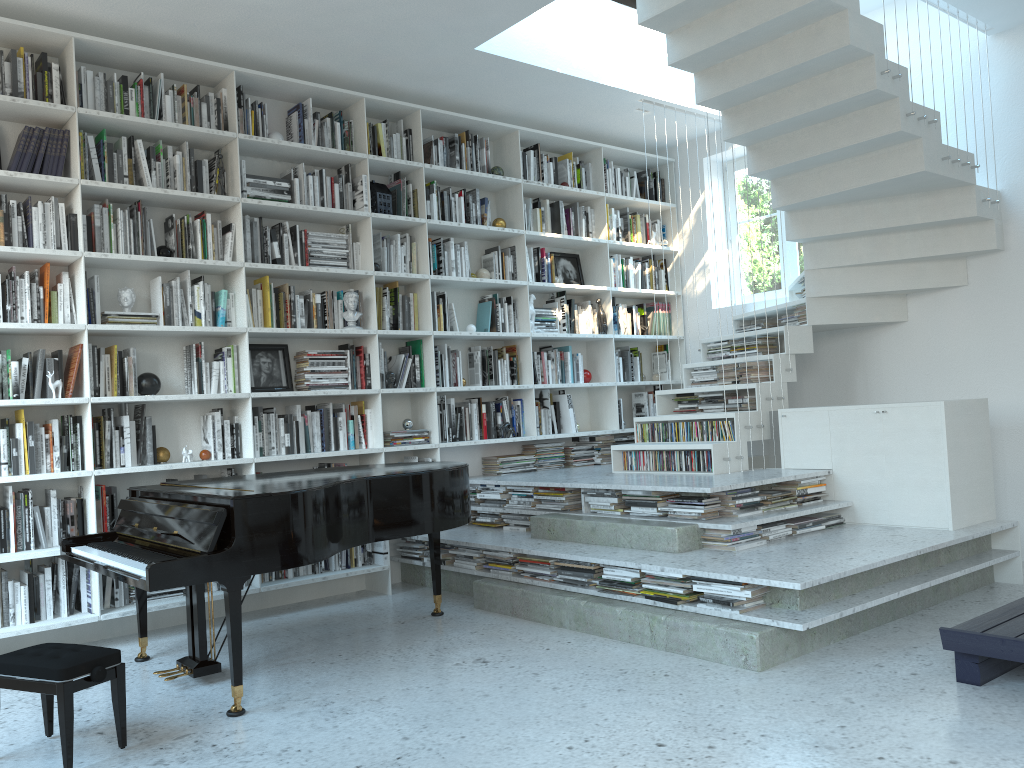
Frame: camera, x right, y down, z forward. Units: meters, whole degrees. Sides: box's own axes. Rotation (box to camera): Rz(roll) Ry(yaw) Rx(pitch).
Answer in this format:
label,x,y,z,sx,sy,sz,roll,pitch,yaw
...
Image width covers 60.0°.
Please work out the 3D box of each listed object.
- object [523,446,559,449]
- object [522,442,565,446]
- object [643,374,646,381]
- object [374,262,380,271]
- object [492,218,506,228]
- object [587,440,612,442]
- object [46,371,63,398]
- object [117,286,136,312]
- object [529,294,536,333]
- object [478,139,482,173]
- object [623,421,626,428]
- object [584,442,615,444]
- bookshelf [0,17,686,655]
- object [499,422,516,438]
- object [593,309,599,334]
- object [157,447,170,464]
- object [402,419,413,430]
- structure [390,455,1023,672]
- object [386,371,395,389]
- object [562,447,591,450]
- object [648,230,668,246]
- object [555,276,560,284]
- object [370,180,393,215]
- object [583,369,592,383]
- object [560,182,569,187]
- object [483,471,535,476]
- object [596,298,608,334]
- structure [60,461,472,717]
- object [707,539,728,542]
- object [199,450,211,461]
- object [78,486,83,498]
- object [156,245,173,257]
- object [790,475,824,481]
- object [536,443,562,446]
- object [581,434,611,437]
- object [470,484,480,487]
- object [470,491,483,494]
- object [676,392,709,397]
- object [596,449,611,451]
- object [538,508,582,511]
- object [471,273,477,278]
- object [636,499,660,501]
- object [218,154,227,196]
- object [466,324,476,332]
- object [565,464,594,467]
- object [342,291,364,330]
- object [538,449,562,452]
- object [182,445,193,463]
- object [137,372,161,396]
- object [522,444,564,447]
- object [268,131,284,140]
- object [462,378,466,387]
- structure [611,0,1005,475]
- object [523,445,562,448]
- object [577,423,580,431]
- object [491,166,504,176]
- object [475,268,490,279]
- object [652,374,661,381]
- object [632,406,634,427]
label,x,y,z,sx,sy,sz,roll,pitch,yaw
object,0.227,0.470,6.608,0.254,0.006,0.161,-2,-3,-39
object,0.233,0.447,6.600,0.285,0.005,0.159,-2,-2,-34
object,1.064,-0.047,7.283,0.071,0.072,0.071,-4,-2,10
object,-0.875,-0.739,5.656,0.071,0.072,0.071,-4,-2,10
object,-0.092,-1.136,6.339,0.100,0.101,0.100,-4,-2,28
object,0.650,0.442,6.899,0.141,0.005,0.259,-2,-3,-35
object,-2.269,0.004,4.398,0.044,0.140,0.081,-4,-2,35
object,-2.080,-0.455,4.789,0.095,0.157,0.121,-3,-2,-25
object,0.138,-0.502,6.381,0.087,0.288,0.075,-3,-1,-4
object,-0.265,-1.592,6.349,0.006,0.297,0.129,-2,-2,-39
object,0.860,0.320,6.988,0.071,0.072,0.071,-4,-2,10
object,0.653,0.459,6.900,0.144,0.004,0.295,-1,-3,-41
bookshelf,-1.093,-0.231,5.496,6.295,3.141,0.330,-2,-2,-39
object,-0.030,0.322,6.180,0.064,0.114,0.160,-4,-2,38
object,0.609,-0.472,6.965,0.022,0.211,0.179,-2,-2,-39
object,-1.917,0.390,4.849,0.091,0.092,0.091,-4,-2,28
object,-0.676,0.261,5.748,0.071,0.072,0.071,-4,-2,10
structure,1.174,0.873,5.506,2.898,0.659,3.114,-2,-3,-39
object,-0.767,-0.025,5.617,0.054,0.113,0.079,-2,-2,-41
object,0.514,0.495,6.842,0.327,0.008,0.207,-2,-3,-39
object,1.192,-1.192,7.329,0.203,0.137,0.095,-2,-2,-23
object,0.318,-0.774,6.716,0.091,0.092,0.091,-4,-2,10
object,-0.864,-1.187,5.733,0.135,0.248,0.135,-5,-2,41
object,0.559,-0.056,6.868,0.115,0.116,0.115,-4,-2,28
object,0.400,-1.502,6.755,0.071,0.072,0.071,-4,-2,10
object,-0.017,0.640,6.381,0.345,0.007,0.193,-1,-3,-44
object,0.692,-0.517,6.858,0.087,0.288,0.075,-3,-1,-4
structure,-0.925,0.852,4.192,1.918,0.832,1.335,-2,-2,-39
object,1.100,0.779,4.484,0.204,0.004,0.140,-2,-3,-36
object,-1.716,0.398,4.957,0.061,0.062,0.061,-4,-2,10
object,-2.242,0.675,4.609,0.017,0.290,0.089,-2,-2,-39
object,-1.920,-0.715,4.886,0.097,0.098,0.097,-4,-2,10
object,1.625,0.526,5.066,0.284,0.030,0.177,-2,-3,-39
object,0.227,0.453,6.607,0.254,0.006,0.161,-2,-3,-38
object,0.657,0.397,6.908,0.130,0.015,0.210,-2,-3,-40
object,-0.249,0.687,6.120,0.131,0.024,0.290,-2,-3,-37
object,-0.249,0.739,6.116,0.135,0.011,0.221,-2,-3,-35
object,1.260,0.073,6.176,0.161,0.025,0.174,-2,-3,-35
object,0.664,0.512,6.905,0.134,0.015,0.199,-2,-3,-39
object,0.306,0.760,5.426,0.145,0.010,0.266,-1,-3,-43
object,-0.283,-0.745,6.231,0.068,0.068,0.068,-4,-2,28
object,0.774,0.625,4.857,0.142,0.006,0.203,-1,-3,-41
object,-1.637,-1.172,5.018,0.075,0.254,0.075,-4,-2,30
object,-0.285,-0.380,6.175,0.071,0.072,0.071,-4,-2,10
object,0.523,0.625,6.839,0.327,0.008,0.207,-2,-3,-39
object,-0.996,-0.448,5.492,0.138,0.244,0.137,-4,-2,16
object,0.226,0.497,6.605,0.254,0.006,0.161,-2,-3,-39
object,-1.783,0.383,4.873,0.060,0.095,0.078,-3,-2,-22
object,-1.976,0.004,4.814,0.133,0.135,0.134,-4,-2,10
object,0.226,0.459,6.609,0.285,0.005,0.159,-2,-3,-39
object,-1.426,-1.465,5.336,0.104,0.106,0.105,-4,-2,28
object,-0.353,-0.009,6.138,0.071,0.072,0.071,-4,-2,10
structure,1.424,-0.845,5.337,2.613,3.381,1.955,-2,-2,-39
object,0.227,0.464,6.608,0.254,0.006,0.161,-2,-3,-39
object,0.486,0.334,6.810,0.071,0.072,0.071,-4,-2,10
object,-0.109,-1.504,6.342,0.104,0.105,0.104,-4,-2,10
object,-0.210,-0.768,6.322,0.111,0.113,0.111,-4,-2,28
object,1.215,-0.050,7.458,0.071,0.072,0.071,-4,-2,10
object,1.024,0.238,7.228,0.008,0.232,0.101,-2,-2,-39
